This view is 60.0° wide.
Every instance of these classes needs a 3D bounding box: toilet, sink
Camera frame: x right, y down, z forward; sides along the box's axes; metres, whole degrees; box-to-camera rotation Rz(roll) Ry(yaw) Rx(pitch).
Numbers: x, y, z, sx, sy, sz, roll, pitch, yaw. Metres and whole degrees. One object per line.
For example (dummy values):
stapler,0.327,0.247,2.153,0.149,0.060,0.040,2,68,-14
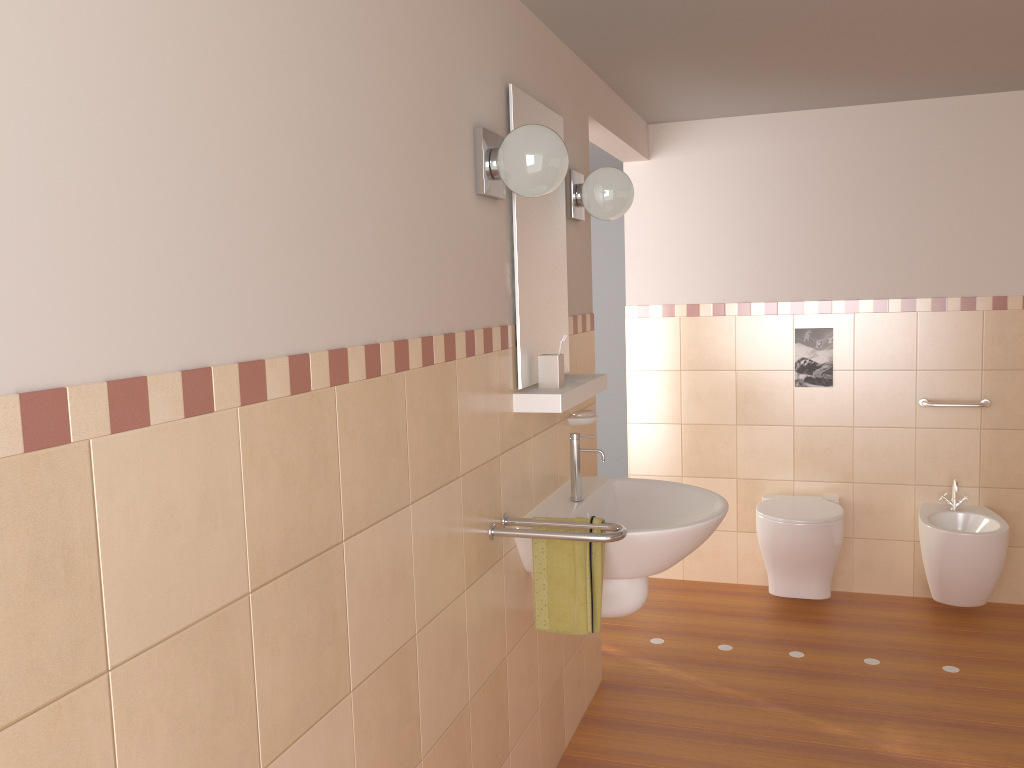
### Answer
toilet,1.311,0.749,4.043,0.375,0.400,0.534,0,6,19
sink,0.353,0.402,2.577,0.539,0.516,0.683,0,6,19
sink,1.940,0.692,3.832,0.335,0.517,0.515,0,6,19

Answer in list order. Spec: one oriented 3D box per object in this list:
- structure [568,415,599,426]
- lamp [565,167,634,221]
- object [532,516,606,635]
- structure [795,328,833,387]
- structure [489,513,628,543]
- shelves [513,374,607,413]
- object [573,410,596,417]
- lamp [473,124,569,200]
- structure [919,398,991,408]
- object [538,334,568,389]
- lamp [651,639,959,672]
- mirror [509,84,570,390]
structure,0.240,0.121,2.930,0.092,0.029,0.117,0,6,19
lamp,0.296,-0.624,2.915,0.209,0.173,0.173,0,6,19
object,0.147,0.484,2.268,0.181,0.306,0.085,2,7,35
structure,1.423,-0.123,4.181,0.170,0.279,0.005,0,6,19
structure,0.120,0.362,2.202,0.333,0.042,0.142,0,6,19
shelves,0.152,0.021,2.601,0.138,0.050,0.554,0,6,19
object,0.239,0.099,2.930,0.075,0.023,0.050,-4,6,-16
lamp,0.033,-0.535,2.138,0.209,0.173,0.173,0,6,19
structure,1.989,0.091,3.973,0.295,0.042,0.091,0,6,19
object,0.115,-0.064,2.471,0.073,0.149,0.063,0,6,19
lamp,0.356,1.250,2.181,2.893,0.001,3.173,0,6,19
mirror,0.089,-0.409,2.574,0.008,0.799,0.502,0,6,19
